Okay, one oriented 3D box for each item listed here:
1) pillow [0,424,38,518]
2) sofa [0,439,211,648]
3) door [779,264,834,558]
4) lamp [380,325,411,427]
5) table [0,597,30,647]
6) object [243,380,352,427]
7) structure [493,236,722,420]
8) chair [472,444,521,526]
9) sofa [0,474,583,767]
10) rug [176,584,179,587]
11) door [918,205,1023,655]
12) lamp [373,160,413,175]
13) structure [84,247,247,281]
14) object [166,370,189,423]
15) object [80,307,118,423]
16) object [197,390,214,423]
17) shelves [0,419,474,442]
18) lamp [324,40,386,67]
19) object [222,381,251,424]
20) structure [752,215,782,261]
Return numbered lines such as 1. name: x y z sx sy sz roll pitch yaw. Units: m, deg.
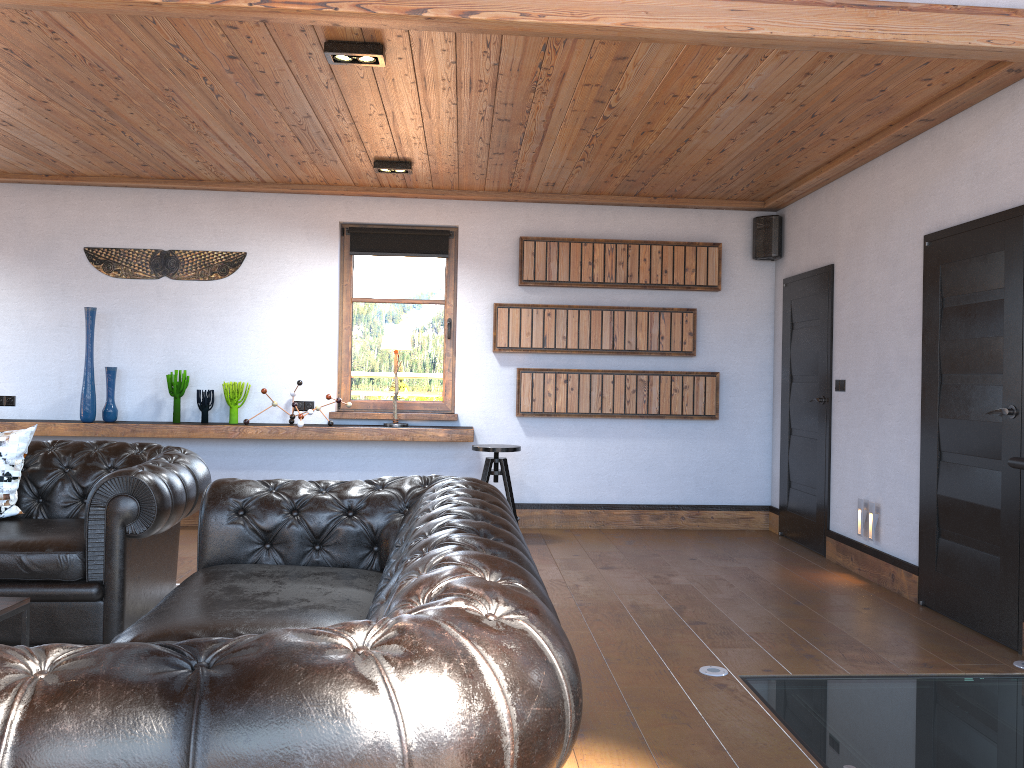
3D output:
1. pillow: -2.594 0.397 4.278 0.529 0.469 0.283 1 0 -1
2. sofa: -2.794 0.704 4.210 2.571 0.838 1.237 1 0 -5
3. door: 2.209 0.187 6.651 0.144 2.055 0.939 1 0 -3
4. lamp: -0.960 0.280 7.126 0.247 1.481 0.629 1 0 -12
5. table: -2.120 0.960 3.087 0.650 0.350 0.400 1 0 1
6. object: -1.652 0.144 6.868 0.641 0.349 0.526 1 0 23
7. structure: 0.769 -0.450 7.302 1.856 1.445 0.320 1 0 -4
8. chair: -0.121 0.819 6.553 0.393 0.721 0.392 1 0 -4
9. sofa: -0.554 0.759 2.456 1.242 0.838 2.561 1 0 -4
10. rug: -2.243 1.110 3.783 4.050 0.053 2.428 1 0 -3
11. door: 2.330 0.201 4.477 0.144 2.055 0.939 1 0 -3
12. lamp: -0.827 -1.514 6.172 0.261 0.068 0.155 1 0 -4
13. structure: -2.725 -0.938 6.934 1.250 0.240 0.098 1 0 -5
14. object: -2.572 0.097 6.812 0.160 0.410 0.144 1 0 -35
15. object: -3.115 -0.142 6.706 0.110 0.862 0.277 1 -1 42
16. object: -2.384 0.174 6.876 0.131 0.260 0.122 1 0 -34
17. shelves: -3.619 0.251 6.776 6.653 0.989 0.611 1 0 -4
18. lamp: -0.707 -1.499 4.007 0.261 0.068 0.155 1 0 -4
19. object: -2.162 0.144 6.907 0.184 0.332 0.196 1 0 -44
20. structure: 2.093 -1.194 7.258 0.214 0.349 0.213 1 0 -4
